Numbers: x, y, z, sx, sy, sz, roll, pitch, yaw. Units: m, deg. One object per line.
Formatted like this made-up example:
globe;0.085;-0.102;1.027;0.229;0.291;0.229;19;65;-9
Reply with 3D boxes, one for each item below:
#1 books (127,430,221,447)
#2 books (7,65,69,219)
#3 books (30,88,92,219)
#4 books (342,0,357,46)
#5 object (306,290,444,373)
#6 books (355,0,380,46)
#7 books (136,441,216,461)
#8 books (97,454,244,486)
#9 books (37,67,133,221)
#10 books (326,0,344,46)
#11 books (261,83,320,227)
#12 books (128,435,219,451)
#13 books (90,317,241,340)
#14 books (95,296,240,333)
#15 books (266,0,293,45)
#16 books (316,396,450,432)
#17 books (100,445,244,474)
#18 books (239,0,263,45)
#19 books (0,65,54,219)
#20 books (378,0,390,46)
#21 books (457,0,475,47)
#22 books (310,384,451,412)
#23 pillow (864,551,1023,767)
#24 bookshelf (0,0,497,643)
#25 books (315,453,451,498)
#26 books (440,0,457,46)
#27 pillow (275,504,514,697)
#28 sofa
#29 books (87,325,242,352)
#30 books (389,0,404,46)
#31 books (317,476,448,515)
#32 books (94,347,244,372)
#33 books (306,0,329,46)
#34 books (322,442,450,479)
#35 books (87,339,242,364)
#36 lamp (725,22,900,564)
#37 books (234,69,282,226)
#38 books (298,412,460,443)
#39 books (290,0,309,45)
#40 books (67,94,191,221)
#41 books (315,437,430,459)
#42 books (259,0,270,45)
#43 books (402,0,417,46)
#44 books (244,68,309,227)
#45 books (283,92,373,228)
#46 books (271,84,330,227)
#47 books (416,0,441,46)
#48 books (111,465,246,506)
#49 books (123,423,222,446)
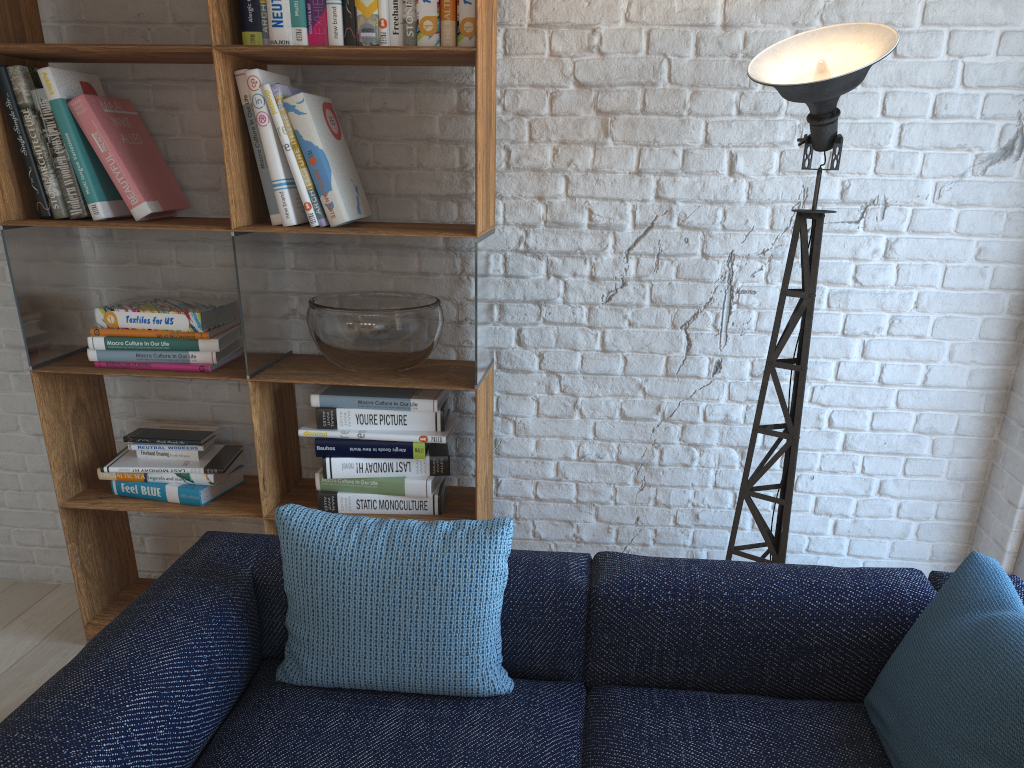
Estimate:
books;-1.086;0.170;2.812;0.242;0.009;0.147;2;15;5
books;-1.279;-0.679;2.478;0.091;0.407;0.229;3;21;6
books;-1.227;-0.656;2.501;0.102;0.353;0.239;3;20;6
books;-0.387;-1.059;2.218;0.036;0.406;0.229;3;21;6
object;-0.405;-0.150;2.607;0.391;0.214;0.390;-14;22;-41
books;-0.343;-1.026;2.211;0.055;0.349;0.239;3;20;6
books;-1.088;0.209;2.828;0.205;0.036;0.125;2;15;5
books;-1.104;0.264;2.839;0.379;0.039;0.230;2;15;5
books;-1.174;-0.669;2.458;0.121;0.404;0.229;3;21;6
books;-0.425;-1.058;2.212;0.036;0.406;0.229;3;21;6
books;-0.570;-0.627;2.415;0.124;0.369;0.256;3;20;6
books;-1.092;0.181;2.825;0.236;0.020;0.161;1;15;-1
books;-1.043;-0.176;2.653;0.355;0.022;0.257;2;15;4
books;-1.034;-0.213;2.635;0.326;0.059;0.241;3;15;8
books;-0.565;-1.037;2.237;0.055;0.349;0.239;3;20;6
books;-0.389;0.078;2.690;0.379;0.068;0.230;1;15;0
books;-1.089;0.240;2.818;0.380;0.019;0.230;1;15;-2
books;-0.640;-1.045;2.261;0.055;0.349;0.239;3;20;6
books;-1.317;-0.678;2.474;0.091;0.407;0.229;3;21;6
books;-0.302;-1.042;2.215;0.021;0.380;0.256;3;20;6
books;-0.093;-1.023;2.217;0.055;0.349;0.239;3;20;6
books;-0.393;0.029;2.666;0.379;0.039;0.230;2;15;5
pillow;0.839;0.664;1.395;0.243;0.422;1.044;3;16;5
bookshelf;-0.728;-0.216;2.581;1.317;2.331;0.343;3;22;5
books;-0.402;0.277;2.770;0.361;0.059;0.267;3;15;8
books;-0.143;-1.048;2.196;0.036;0.406;0.229;3;21;6
pillow;-0.266;0.487;1.959;0.555;0.433;0.210;2;21;4
sofa;-0.002;1.165;0.527;2.077;0.701;3.729;3;15;6
books;-1.044;-0.143;2.646;0.379;0.039;0.230;1;15;-1
books;-0.272;-1.057;2.220;0.036;0.406;0.229;3;21;6
books;-0.404;0.340;2.777;0.379;0.068;0.230;1;15;0
books;-1.045;-0.082;2.685;0.355;0.022;0.257;2;15;5
books;-0.470;-1.037;2.246;0.055;0.349;0.239;3;20;6
books;-0.391;0.222;2.730;0.379;0.068;0.230;-1;15;-7
books;-1.054;-0.109;2.668;0.379;0.039;0.230;1;15;1
lamp;0.856;0.109;2.192;0.502;1.953;0.822;-8;23;-21
books;-0.658;-0.651;2.428;0.101;0.406;0.229;3;21;6
books;-0.400;0.124;2.692;0.444;0.022;0.257;2;15;5
books;-0.518;-1.063;2.225;0.036;0.406;0.229;3;21;6
books;-1.080;-0.641;2.483;0.195;0.337;0.239;3;20;5
books;-0.419;0.164;2.697;0.326;0.059;0.240;1;15;1
books;-0.602;-1.057;2.251;0.021;0.380;0.256;3;20;6
books;-0.236;-1.052;2.204;0.036;0.406;0.229;3;21;6
books;-0.623;-0.643;2.404;0.103;0.406;0.229;3;21;6
books;-0.501;-0.614;2.407;0.158;0.348;0.239;3;20;6
books;-0.547;-0.628;2.421;0.124;0.369;0.256;3;20;6
books;-0.191;-1.022;2.206;0.055;0.349;0.239;3;20;6
books;-1.085;0.312;2.849;0.325;0.059;0.241;5;16;15
books;-1.085;0.161;2.795;0.252;0.018;0.153;2;15;5
